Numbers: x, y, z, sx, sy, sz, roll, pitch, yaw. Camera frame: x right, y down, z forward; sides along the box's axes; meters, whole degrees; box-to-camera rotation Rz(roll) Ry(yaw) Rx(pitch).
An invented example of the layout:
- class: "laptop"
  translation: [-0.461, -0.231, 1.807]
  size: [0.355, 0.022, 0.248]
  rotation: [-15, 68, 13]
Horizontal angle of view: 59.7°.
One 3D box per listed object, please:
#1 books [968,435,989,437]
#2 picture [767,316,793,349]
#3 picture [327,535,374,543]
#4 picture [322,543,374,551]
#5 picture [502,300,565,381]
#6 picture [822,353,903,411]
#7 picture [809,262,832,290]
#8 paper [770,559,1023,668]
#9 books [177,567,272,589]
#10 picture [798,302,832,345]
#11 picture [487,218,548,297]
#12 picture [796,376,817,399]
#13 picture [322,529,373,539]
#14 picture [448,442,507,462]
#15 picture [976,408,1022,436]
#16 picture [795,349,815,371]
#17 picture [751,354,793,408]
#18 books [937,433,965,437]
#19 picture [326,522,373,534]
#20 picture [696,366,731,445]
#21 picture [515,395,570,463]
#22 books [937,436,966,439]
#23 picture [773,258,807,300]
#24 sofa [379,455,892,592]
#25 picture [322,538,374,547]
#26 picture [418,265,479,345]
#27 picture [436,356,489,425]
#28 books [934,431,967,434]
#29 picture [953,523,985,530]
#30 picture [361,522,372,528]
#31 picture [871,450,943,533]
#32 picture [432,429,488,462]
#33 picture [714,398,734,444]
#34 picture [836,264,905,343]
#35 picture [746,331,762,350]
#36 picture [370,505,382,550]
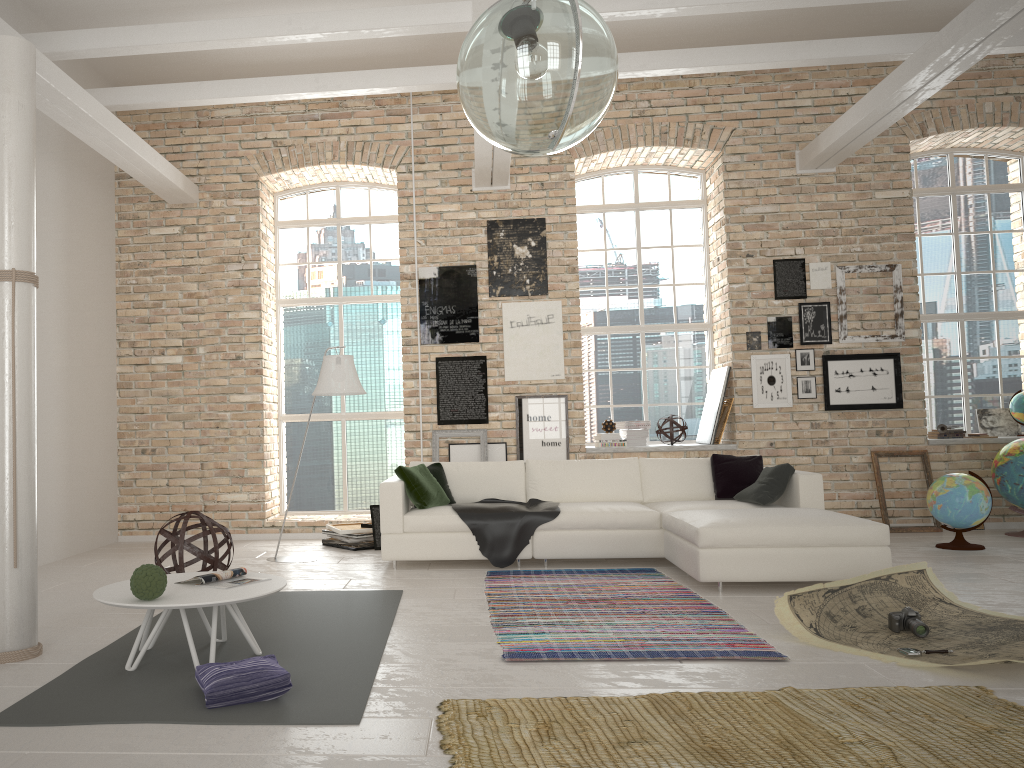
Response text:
- class: "books"
  translation: [4.430, 0.491, 8.466]
  size: [0.102, 0.014, 0.138]
  rotation: [-1, -3, -18]
- class: "picture"
  translation: [2.595, -0.499, 8.627]
  size: [0.233, 0.306, 0.014]
  rotation: [-2, -3, 6]
- class: "picture"
  translation: [-1.285, 1.421, 8.441]
  size: [0.741, 0.048, 0.620]
  rotation: [0, -3, -28]
- class: "picture"
  translation: [-1.310, 1.496, 8.425]
  size: [0.734, 0.048, 0.626]
  rotation: [1, -3, -38]
- class: "picture"
  translation: [0.210, -0.428, 8.860]
  size: [0.597, 0.785, 0.036]
  rotation: [-2, -3, 6]
- class: "picture"
  translation: [3.346, -0.021, 8.522]
  size: [0.723, 0.535, 0.031]
  rotation: [-2, -3, 6]
- class: "picture"
  translation: [2.981, -1.046, 8.620]
  size: [0.197, 0.259, 0.012]
  rotation: [-2, -3, 6]
- class: "paper"
  translation: [2.160, 1.086, 4.269]
  size: [1.378, 0.265, 1.126]
  rotation: [0, -3, -33]
- class: "books"
  translation: [-1.433, 0.955, 4.418]
  size: [0.397, 0.048, 0.286]
  rotation: [-3, -3, 32]
- class: "picture"
  translation: [2.923, -0.583, 8.593]
  size: [0.296, 0.409, 0.010]
  rotation: [-2, -3, 6]
- class: "picture"
  translation: [0.053, -1.266, 8.940]
  size: [0.596, 0.784, 0.036]
  rotation: [-2, -3, 6]
- class: "picture"
  translation: [2.835, 0.036, 8.577]
  size: [0.178, 0.213, 0.011]
  rotation: [-2, -3, 6]
- class: "picture"
  translation: [-1.314, 1.383, 8.450]
  size: [0.732, 0.048, 0.627]
  rotation: [1, -4, -40]
- class: "picture"
  translation: [-0.331, 0.865, 8.784]
  size: [0.583, 0.569, 0.145]
  rotation: [-2, -3, 5]
- class: "picture"
  translation: [4.914, 0.392, 8.998]
  size: [0.398, 0.292, 0.067]
  rotation: [-2, -3, 5]
- class: "picture"
  translation: [2.825, -0.232, 8.592]
  size: [0.178, 0.213, 0.011]
  rotation: [-2, -3, 6]
- class: "picture"
  translation: [2.507, -0.029, 8.609]
  size: [0.371, 0.514, 0.013]
  rotation: [-2, -3, 6]
- class: "books"
  translation: [4.223, 0.498, 8.675]
  size: [0.257, 0.030, 0.201]
  rotation: [-2, -3, 2]
- class: "picture"
  translation: [-1.314, 1.345, 8.425]
  size: [0.751, 0.048, 0.612]
  rotation: [-1, -3, -20]
- class: "picture"
  translation: [2.023, 0.223, 8.951]
  size: [0.247, 0.764, 0.584]
  rotation: [-2, -3, -1]
- class: "picture"
  translation: [0.300, 0.488, 8.803]
  size: [0.525, 0.756, 0.012]
  rotation: [-2, -3, 6]
- class: "books"
  translation: [4.224, 0.523, 8.669]
  size: [0.259, 0.025, 0.200]
  rotation: [-2, -3, 3]
- class: "picture"
  translation: [2.694, -1.018, 8.643]
  size: [0.300, 0.394, 0.018]
  rotation: [-2, -3, 6]
- class: "sofa"
  translation: [0.638, 0.999, 6.659]
  size: [3.318, 0.842, 2.147]
  rotation: [-2, -3, 3]
- class: "picture"
  translation: [-1.321, 1.461, 8.461]
  size: [0.627, 0.048, 0.731]
  rotation: [-4, -4, 38]
- class: "picture"
  translation: [-0.637, -0.798, 8.971]
  size: [0.598, 0.785, 0.036]
  rotation: [-2, -3, 6]
- class: "picture"
  translation: [-0.500, 0.065, 8.925]
  size: [0.517, 0.681, 0.064]
  rotation: [-2, -3, 5]
- class: "books"
  translation: [4.232, 0.472, 8.677]
  size: [0.258, 0.026, 0.203]
  rotation: [-1, -3, -2]
- class: "picture"
  translation: [4.249, 1.188, 8.348]
  size: [0.271, 0.351, 0.094]
  rotation: [-2, -3, 5]
- class: "picture"
  translation: [-1.202, 1.321, 8.441]
  size: [0.307, 0.048, 0.363]
  rotation: [-3, -3, 29]
- class: "picture"
  translation: [3.686, 1.001, 8.337]
  size: [0.512, 0.748, 0.219]
  rotation: [-2, -3, 4]
- class: "picture"
  translation: [-0.510, 0.739, 8.742]
  size: [0.551, 0.582, 0.280]
  rotation: [-2, -3, 4]
- class: "picture"
  translation: [2.066, 0.372, 8.784]
  size: [0.174, 0.460, 0.360]
  rotation: [-2, -3, -1]
- class: "picture"
  translation: [3.433, -0.771, 8.551]
  size: [0.612, 0.749, 0.025]
  rotation: [-2, -3, 6]
- class: "picture"
  translation: [2.346, -0.419, 8.649]
  size: [0.137, 0.179, 0.008]
  rotation: [-2, -3, 10]
- class: "picture"
  translation: [-1.117, 1.305, 8.123]
  size: [0.318, 0.405, 0.199]
  rotation: [-1, -3, -18]
